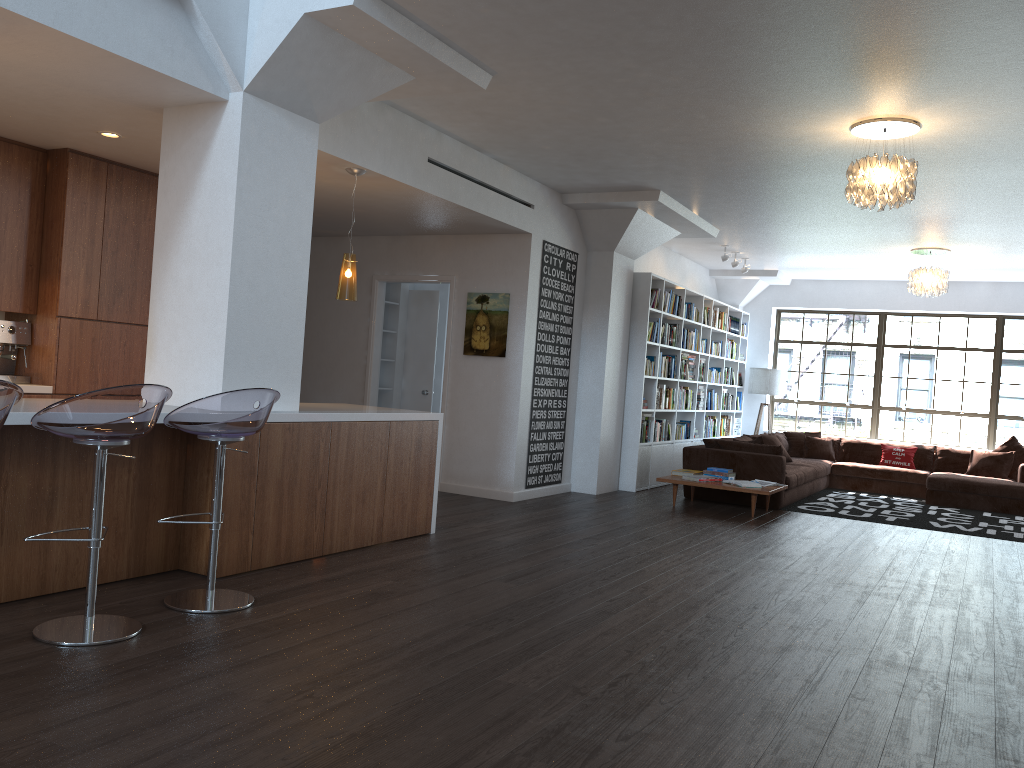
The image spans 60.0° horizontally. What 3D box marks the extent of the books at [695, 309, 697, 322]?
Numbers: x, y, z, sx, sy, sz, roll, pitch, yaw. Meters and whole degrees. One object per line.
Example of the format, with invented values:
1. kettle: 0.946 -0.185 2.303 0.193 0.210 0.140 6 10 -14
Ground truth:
1. books: 2.313 -0.881 11.424 0.128 0.178 0.022 4 0 28

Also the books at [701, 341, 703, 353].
1. books: 2.462 -0.491 11.730 0.106 0.162 0.032 4 0 28

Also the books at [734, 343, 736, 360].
1. books: 3.235 -0.489 13.202 0.183 0.253 0.034 4 0 28

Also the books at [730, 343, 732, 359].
1. books: 3.132 -0.488 13.007 0.174 0.240 0.045 4 0 28

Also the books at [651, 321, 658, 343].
1. books: 1.545 -0.589 10.048 0.174 0.242 0.105 4 0 28

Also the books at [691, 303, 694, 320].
1. books: 2.218 -0.912 11.267 0.158 0.226 0.052 4 0 28

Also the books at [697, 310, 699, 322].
1. books: 2.358 -0.875 11.505 0.109 0.171 0.018 4 0 28

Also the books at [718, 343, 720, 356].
1. books: 2.848 -0.485 12.478 0.136 0.196 0.045 4 0 28

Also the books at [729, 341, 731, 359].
1. books: 3.082 -0.498 12.895 0.183 0.253 0.034 4 0 28

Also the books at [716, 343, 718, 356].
1. books: 2.797 -0.482 12.390 0.134 0.184 0.030 4 0 28

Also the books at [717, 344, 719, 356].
1. books: 2.827 -0.477 12.428 0.128 0.178 0.022 4 0 28

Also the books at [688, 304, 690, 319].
1. books: 2.161 -0.903 11.145 0.146 0.202 0.027 4 0 28

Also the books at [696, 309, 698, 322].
1. books: 2.328 -0.883 11.470 0.134 0.184 0.030 4 0 28

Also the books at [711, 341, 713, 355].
1. books: 2.682 -0.493 12.160 0.139 0.191 0.036 4 0 28

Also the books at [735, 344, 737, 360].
1. books: 3.253 -0.481 13.236 0.174 0.240 0.045 4 0 28

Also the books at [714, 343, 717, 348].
1. books: 2.786 -0.479 12.367 0.128 0.178 0.022 4 0 28

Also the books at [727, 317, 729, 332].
1. books: 3.044 -0.859 12.779 0.161 0.223 0.032 4 0 28

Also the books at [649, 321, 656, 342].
1. books: 1.520 -0.590 10.016 0.172 0.239 0.093 4 0 28

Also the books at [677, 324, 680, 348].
1. books: 1.951 -0.588 10.815 0.176 0.291 0.053 4 0 28

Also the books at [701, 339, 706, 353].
1. books: 2.515 -0.503 11.851 0.139 0.191 0.036 4 0 28

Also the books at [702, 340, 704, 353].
1. books: 2.490 -0.495 11.801 0.126 0.173 0.032 4 0 28

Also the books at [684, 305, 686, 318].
1. books: 2.083 -0.896 10.993 0.128 0.178 0.021 4 0 28

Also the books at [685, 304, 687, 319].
1. books: 2.095 -0.901 11.020 0.139 0.191 0.036 4 0 28

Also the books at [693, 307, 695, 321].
1. books: 2.266 -0.891 11.342 0.139 0.191 0.036 4 0 28

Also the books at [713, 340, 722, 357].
1. books: 2.887 -0.500 12.551 0.140 0.231 0.042 4 0 28

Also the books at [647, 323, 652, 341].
1. books: 1.473 -0.581 9.922 0.161 0.218 0.101 4 0 28

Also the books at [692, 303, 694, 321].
1. books: 2.244 -0.912 11.308 0.140 0.231 0.042 4 0 28

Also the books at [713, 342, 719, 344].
1. books: 2.832 -0.487 12.450 0.127 0.200 0.020 4 0 28

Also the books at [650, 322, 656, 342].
1. books: 1.509 -0.588 9.973 0.172 0.235 0.112 4 0 28

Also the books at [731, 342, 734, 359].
1. books: 3.161 -0.493 13.036 0.183 0.253 0.034 4 0 28

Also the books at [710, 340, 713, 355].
1. books: 2.657 -0.499 12.106 0.146 0.202 0.027 4 0 28

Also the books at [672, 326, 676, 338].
1. books: 1.898 -0.572 10.738 0.160 0.251 0.031 4 0 28

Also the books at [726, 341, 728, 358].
1. books: 3.017 -0.501 12.770 0.160 0.250 0.026 4 0 28

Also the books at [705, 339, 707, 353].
1. books: 2.526 -0.507 11.882 0.146 0.202 0.027 4 0 28

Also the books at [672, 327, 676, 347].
1. books: 1.872 -0.568 10.668 0.174 0.240 0.054 4 0 28

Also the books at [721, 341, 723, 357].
1. books: 2.907 -0.496 12.595 0.158 0.226 0.052 4 0 28

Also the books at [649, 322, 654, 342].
1. books: 1.491 -0.587 9.946 0.152 0.232 0.104 4 0 28

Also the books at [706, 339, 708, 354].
1. books: 2.547 -0.506 11.902 0.146 0.202 0.027 4 0 28

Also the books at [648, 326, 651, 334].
1. books: 1.440 -0.565 9.851 0.161 0.182 0.170 4 0 28

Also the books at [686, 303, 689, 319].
1. books: 2.126 -0.905 11.071 0.146 0.202 0.027 4 0 28

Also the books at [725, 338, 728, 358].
1. books: 2.983 -0.520 12.737 0.198 0.284 0.066 4 0 28

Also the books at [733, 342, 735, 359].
1. books: 3.193 -0.494 13.113 0.180 0.259 0.060 4 0 28

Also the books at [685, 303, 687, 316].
1. books: 2.106 -0.906 11.051 0.146 0.202 0.027 4 0 28

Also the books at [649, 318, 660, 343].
1. books: 1.591 -0.610 10.112 0.176 0.290 0.053 4 0 28

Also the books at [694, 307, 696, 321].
1. books: 2.283 -0.892 11.379 0.136 0.196 0.045 4 0 28

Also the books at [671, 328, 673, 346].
1. books: 1.839 -0.561 10.599 0.161 0.223 0.032 4 0 28

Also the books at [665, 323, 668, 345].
1. books: 1.736 -0.586 10.440 0.180 0.259 0.042 4 0 28

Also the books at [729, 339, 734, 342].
1. books: 3.170 -0.511 13.071 0.176 0.290 0.036 4 0 28

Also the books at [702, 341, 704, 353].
1. books: 2.476 -0.494 11.776 0.122 0.169 0.023 4 0 28

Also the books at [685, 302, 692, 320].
1. books: 2.199 -0.915 11.222 0.140 0.231 0.042 4 0 28

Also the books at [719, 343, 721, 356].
1. books: 2.870 -0.481 12.513 0.139 0.191 0.036 4 0 28

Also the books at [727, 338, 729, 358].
1. books: 3.043 -0.519 12.830 0.176 0.290 0.053 4 0 28

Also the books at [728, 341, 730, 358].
1. books: 3.063 -0.499 12.868 0.183 0.253 0.034 4 0 28
